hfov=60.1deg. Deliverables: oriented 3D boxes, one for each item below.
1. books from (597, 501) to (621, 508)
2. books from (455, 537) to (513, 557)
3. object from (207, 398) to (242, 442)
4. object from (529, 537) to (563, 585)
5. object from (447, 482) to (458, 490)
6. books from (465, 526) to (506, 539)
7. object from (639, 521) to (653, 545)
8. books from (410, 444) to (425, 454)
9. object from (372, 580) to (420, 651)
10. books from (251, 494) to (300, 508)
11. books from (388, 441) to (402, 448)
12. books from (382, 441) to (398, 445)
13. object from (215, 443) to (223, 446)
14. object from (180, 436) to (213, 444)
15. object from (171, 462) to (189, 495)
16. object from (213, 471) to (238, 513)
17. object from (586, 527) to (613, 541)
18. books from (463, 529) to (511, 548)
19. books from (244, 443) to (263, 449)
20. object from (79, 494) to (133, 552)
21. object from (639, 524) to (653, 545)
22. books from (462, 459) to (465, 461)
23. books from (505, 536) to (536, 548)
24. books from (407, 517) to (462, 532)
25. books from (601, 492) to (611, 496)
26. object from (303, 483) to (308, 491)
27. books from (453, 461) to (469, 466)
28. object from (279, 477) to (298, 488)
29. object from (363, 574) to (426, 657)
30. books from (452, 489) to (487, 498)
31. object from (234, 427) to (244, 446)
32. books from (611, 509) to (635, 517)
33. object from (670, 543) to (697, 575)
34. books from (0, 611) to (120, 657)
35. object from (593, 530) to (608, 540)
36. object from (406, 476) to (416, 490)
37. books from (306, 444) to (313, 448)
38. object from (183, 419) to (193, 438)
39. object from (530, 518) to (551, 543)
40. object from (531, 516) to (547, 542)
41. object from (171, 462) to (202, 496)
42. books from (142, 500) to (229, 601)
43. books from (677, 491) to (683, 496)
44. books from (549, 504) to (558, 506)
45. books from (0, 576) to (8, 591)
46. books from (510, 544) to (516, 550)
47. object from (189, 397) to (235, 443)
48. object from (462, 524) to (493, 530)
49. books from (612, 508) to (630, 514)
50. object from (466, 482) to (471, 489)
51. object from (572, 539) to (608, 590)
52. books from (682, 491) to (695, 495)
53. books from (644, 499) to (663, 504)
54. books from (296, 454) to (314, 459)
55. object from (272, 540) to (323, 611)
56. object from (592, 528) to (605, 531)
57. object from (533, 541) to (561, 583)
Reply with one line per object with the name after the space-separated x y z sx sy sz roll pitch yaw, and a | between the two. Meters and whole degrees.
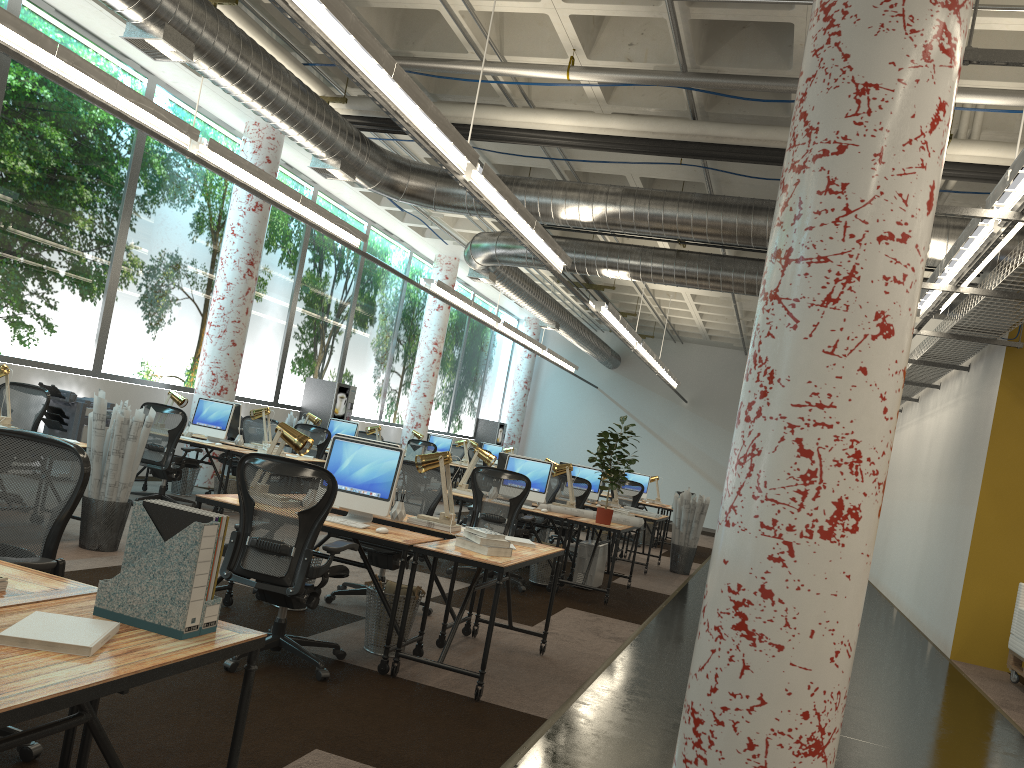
1.372 1.694 12.480 0.308 0.038 0.226 9 -4 17 | books
-0.164 0.930 5.058 0.270 0.050 0.201 7 -5 45 | books
-3.505 0.443 10.670 0.482 0.485 0.190 10 -1 17 | object
0.326 1.787 8.924 0.358 0.434 0.354 10 -2 14 | object
-1.178 2.050 16.899 0.234 0.403 0.120 10 -1 18 | object
-0.155 0.853 5.075 0.184 0.030 0.153 7 -5 45 | books
2.401 2.648 15.793 0.234 0.403 0.120 10 -1 18 | object
-1.483 1.094 13.603 0.233 0.310 0.068 10 -1 17 | books
-0.705 1.404 5.363 0.234 0.403 0.120 10 -1 18 | object
-1.493 0.712 5.456 0.308 0.038 0.226 9 -4 17 | books
-1.729 0.996 12.777 0.233 0.310 0.068 10 -1 17 | books
-1.771 0.979 12.635 0.233 0.310 0.068 10 -1 17 | books
-3.232 0.668 9.778 0.059 0.029 0.107 10 -4 18 | object
-3.539 0.623 9.881 0.438 0.017 0.119 9 -4 17 | object
-3.992 1.127 10.645 0.234 0.403 0.120 10 -1 18 | object
-3.227 1.217 10.024 0.358 0.434 0.354 10 -2 14 | object
1.151 2.155 11.941 0.358 0.434 0.354 10 -2 14 | object
-0.149 0.887 5.084 0.193 0.044 0.257 12 -4 -25 | books
-3.006 0.755 10.563 0.308 0.038 0.226 9 -4 17 | books
-3.104 1.060 6.720 0.354 0.398 0.352 12 -2 -28 | object
2.377 2.625 15.719 0.358 0.434 0.354 10 -2 14 | object
-1.041 1.729 20.100 0.308 0.038 0.226 9 -4 17 | books
0.034 1.027 5.784 0.200 0.024 0.235 11 -4 -9 | books
-0.510 0.919 5.828 0.308 0.038 0.226 9 -4 17 | books
1.614 1.956 15.885 0.308 0.038 0.226 9 -4 17 | books
-3.103 1.483 13.634 0.234 0.403 0.120 10 -1 18 | object
-0.982 1.566 17.365 0.308 0.038 0.226 9 -4 17 | books
-3.523 1.449 14.059 0.351 0.398 0.355 9 -2 36 | object
-0.730 1.381 5.289 0.358 0.434 0.354 10 -2 14 | object
-0.436 1.119 9.091 0.308 0.038 0.226 9 -4 17 | books
-3.230 0.625 10.513 0.102 0.209 0.101 11 -1 -28 | object
1.164 1.391 9.496 0.256 0.044 0.194 8 -4 35 | books
2.351 2.430 12.257 0.354 0.398 0.352 12 -2 -28 | object
-1.062 0.587 2.089 0.200 0.024 0.235 11 -4 -9 | books
1.176 2.178 12.014 0.234 0.403 0.120 10 -1 18 | object
-1.968 1.938 17.447 0.234 0.403 0.120 10 -1 18 | object
-3.100 0.904 13.179 0.308 0.038 0.226 9 -4 17 | books
-3.735 0.513 10.243 0.102 0.209 0.101 11 -1 -28 | object
0.415 2.062 12.636 0.358 0.434 0.354 10 -2 14 | object
0.386 2.066 12.562 0.234 0.403 0.120 10 -1 18 | object
-3.963 1.124 10.719 0.358 0.434 0.354 10 -2 14 | object
-0.909 0.487 2.395 0.233 0.310 0.068 10 -1 17 | books
2.943 2.030 15.342 0.233 0.310 0.068 10 -1 17 | books
0.547 1.326 9.463 0.308 0.038 0.226 9 -4 17 | books
-1.543 0.505 2.344 0.308 0.038 0.226 9 -4 17 | books
-0.104 0.984 5.466 0.243 0.019 0.205 11 -4 -5 | books
-3.409 0.424 10.088 0.482 0.485 0.190 10 -1 17 | object
-0.409 1.694 9.619 0.358 0.434 0.354 10 -2 14 | object
1.165 1.358 9.482 0.184 0.030 0.153 10 -4 15 | books
-1.044 2.308 20.554 0.234 0.403 0.120 10 -1 18 | object
0.839 1.904 9.375 0.220 0.454 0.543 10 -2 17 | object
3.231 2.146 16.309 0.233 0.310 0.068 10 -1 17 | books
2.597 2.163 16.258 0.308 0.038 0.226 9 -4 17 | books
-2.462 0.863 10.519 0.200 0.024 0.235 11 -4 -9 | books
-1.466 1.288 5.984 0.358 0.434 0.354 10 -2 14 | object
1.641 2.532 16.414 0.358 0.434 0.354 10 -2 14 | object
0.351 1.810 8.998 0.234 0.403 0.120 10 -1 18 | object
